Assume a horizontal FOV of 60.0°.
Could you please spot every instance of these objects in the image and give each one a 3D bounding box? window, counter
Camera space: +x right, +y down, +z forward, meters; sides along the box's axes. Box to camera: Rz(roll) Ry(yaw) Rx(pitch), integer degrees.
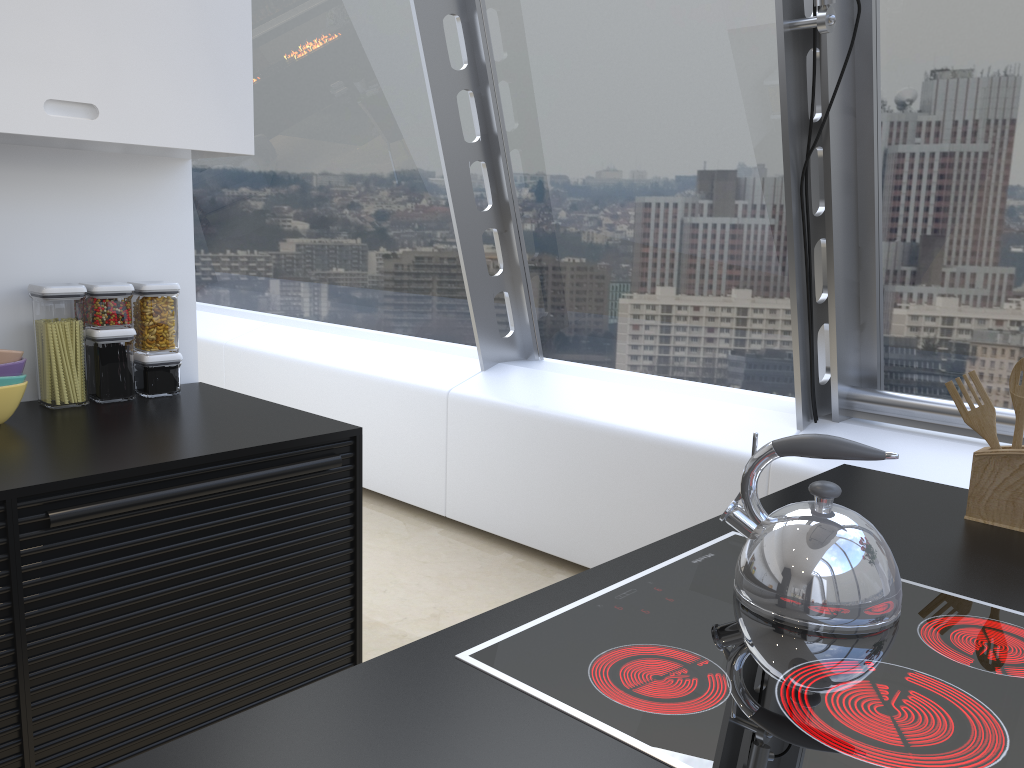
[{"bbox_3d":[-6.511,-0.304,0.096,16.171,3.674,16.693,9,12,35],"label":"window"},{"bbox_3d":[-0.198,0.458,0.260,1.006,0.018,3.800,11,14,42],"label":"counter"},{"bbox_3d":[-1.939,0.261,1.099,0.804,0.025,3.738,11,14,42],"label":"counter"}]

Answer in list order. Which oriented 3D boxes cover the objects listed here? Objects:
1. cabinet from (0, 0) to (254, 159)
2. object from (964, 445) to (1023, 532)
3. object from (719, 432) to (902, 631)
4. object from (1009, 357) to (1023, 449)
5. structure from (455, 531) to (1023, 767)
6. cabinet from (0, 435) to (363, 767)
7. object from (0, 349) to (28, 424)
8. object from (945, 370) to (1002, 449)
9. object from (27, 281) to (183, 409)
[{"bbox_3d":[-2.088,-0.692,1.101,0.343,0.515,3.741,11,14,42],"label":"cabinet"},{"bbox_3d":[0.972,0.195,1.497,0.353,0.157,0.084,11,14,43],"label":"object"},{"bbox_3d":[0.425,0.182,1.214,0.221,0.230,0.221,-1,10,-15],"label":"object"},{"bbox_3d":[0.897,0.098,1.572,0.055,0.299,0.027,11,14,43],"label":"object"},{"bbox_3d":[0.356,0.341,1.076,0.562,0.041,0.640,11,14,42],"label":"structure"},{"bbox_3d":[-2.407,-0.261,0.483,0.831,2.901,5.157,11,14,42],"label":"cabinet"},{"bbox_3d":[-1.258,-0.002,2.073,0.185,0.205,0.205,8,12,31],"label":"object"},{"bbox_3d":[0.868,0.111,1.598,0.016,0.259,0.199,-5,12,-35],"label":"object"},{"bbox_3d":[-1.087,-0.114,2.395,0.113,0.315,0.365,11,14,42],"label":"object"}]
